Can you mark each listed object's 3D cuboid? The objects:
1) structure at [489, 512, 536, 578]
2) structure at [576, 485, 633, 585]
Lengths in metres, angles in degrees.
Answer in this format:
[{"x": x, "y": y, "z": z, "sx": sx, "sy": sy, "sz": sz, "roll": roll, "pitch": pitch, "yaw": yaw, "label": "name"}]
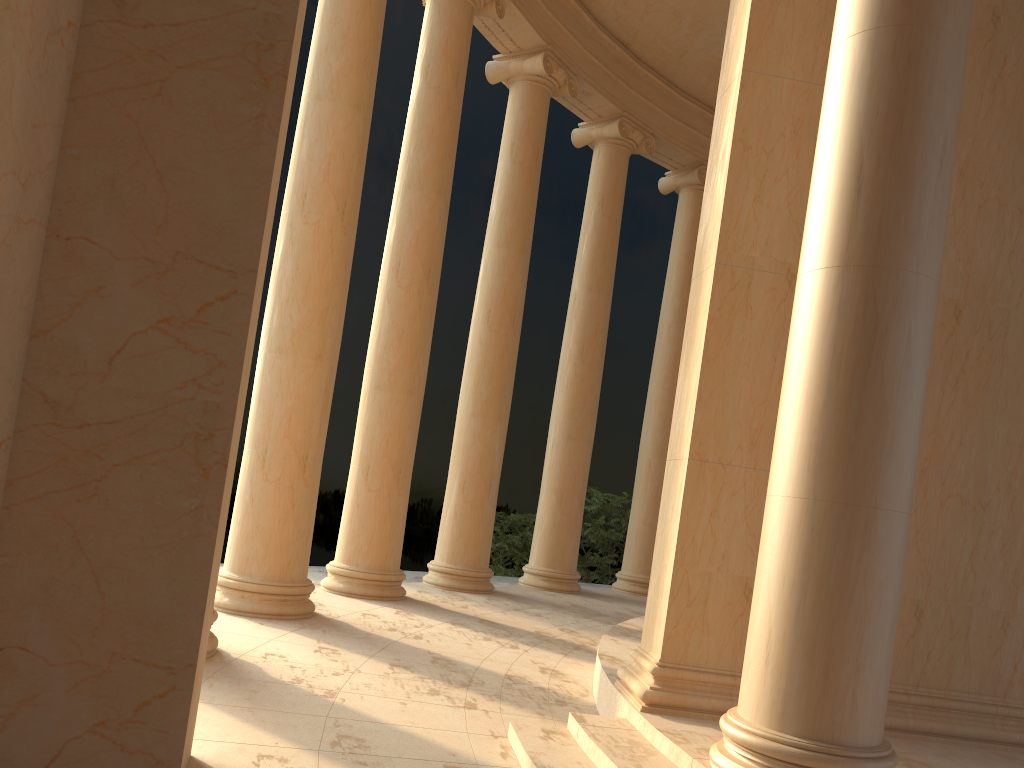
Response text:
[{"x": -17.869, "y": 308.961, "z": 1515.934, "sx": 149.006, "sy": 187.731, "sz": 156.501, "roll": 8, "pitch": -4, "yaw": 7, "label": "structure"}, {"x": 168.227, "y": 333.870, "z": 1606.809, "sx": 247.322, "sy": 298.544, "sz": 238.404, "roll": 8, "pitch": -4, "yaw": -3, "label": "structure"}]
